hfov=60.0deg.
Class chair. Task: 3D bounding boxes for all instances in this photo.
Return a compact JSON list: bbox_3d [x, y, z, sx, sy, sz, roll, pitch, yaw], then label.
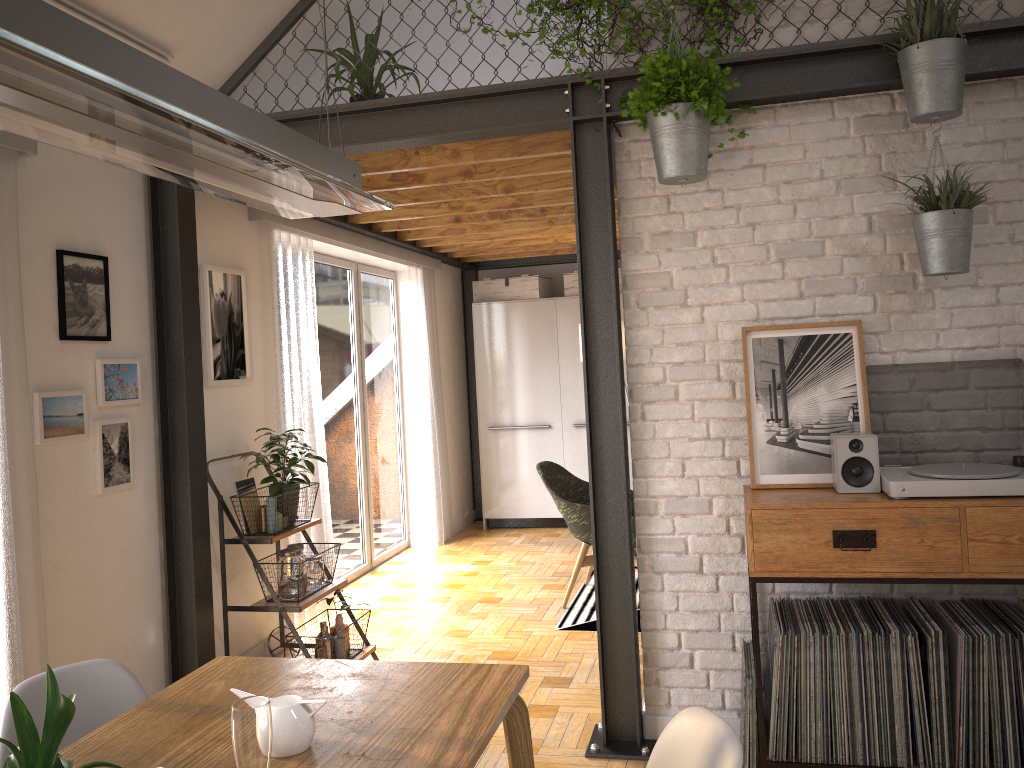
[{"bbox_3d":[0.559,0.887,5.405,0.782,0.831,0.753,-3,0,20],"label":"chair"},{"bbox_3d":[1.601,-0.011,0.561,4.016,2.688,3.491,-3,0,14],"label":"chair"},{"bbox_3d":[-0.788,1.029,1.812,0.542,0.802,0.465,-3,-1,40],"label":"chair"}]

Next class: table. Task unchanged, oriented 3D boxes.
[{"bbox_3d":[-0.492,1.064,1.433,0.850,0.755,1.466,-3,1,14],"label":"table"}]

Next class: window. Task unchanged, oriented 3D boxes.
[{"bbox_3d":[2.284,-0.954,2.529,8.625,4.469,7.787,-3,1,14],"label":"window"}]

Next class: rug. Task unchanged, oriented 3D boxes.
[{"bbox_3d":[2.124,1.225,5.200,3.498,0.010,1.701,-3,1,14],"label":"rug"}]

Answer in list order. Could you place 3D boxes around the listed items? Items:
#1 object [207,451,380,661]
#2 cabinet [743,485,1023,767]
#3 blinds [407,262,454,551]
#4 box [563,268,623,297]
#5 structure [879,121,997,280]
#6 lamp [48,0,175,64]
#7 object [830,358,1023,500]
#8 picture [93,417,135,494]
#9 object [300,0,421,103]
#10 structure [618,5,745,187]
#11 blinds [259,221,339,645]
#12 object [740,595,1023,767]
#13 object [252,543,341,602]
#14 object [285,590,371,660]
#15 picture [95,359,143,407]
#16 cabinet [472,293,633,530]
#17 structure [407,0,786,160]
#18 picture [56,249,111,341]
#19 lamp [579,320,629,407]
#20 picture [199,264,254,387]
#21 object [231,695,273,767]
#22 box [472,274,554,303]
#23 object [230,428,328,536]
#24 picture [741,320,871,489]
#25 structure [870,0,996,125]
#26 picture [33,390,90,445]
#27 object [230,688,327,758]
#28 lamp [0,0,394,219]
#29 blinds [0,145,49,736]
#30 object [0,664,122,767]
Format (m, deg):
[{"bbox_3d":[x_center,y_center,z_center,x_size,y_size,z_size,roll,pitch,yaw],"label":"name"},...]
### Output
[{"bbox_3d":[-1.032,0.868,4.191,0.631,1.079,0.579,-3,-1,14],"label":"object"},{"bbox_3d":[1.430,0.829,2.859,1.264,0.964,0.456,-3,-1,14],"label":"cabinet"},{"bbox_3d":[-0.634,0.134,7.133,0.124,2.288,0.667,-3,-1,13],"label":"blinds"},{"bbox_3d":[0.793,-0.886,7.820,0.641,0.218,0.376,-3,1,9],"label":"box"},{"bbox_3d":[1.419,-0.612,2.975,0.359,0.535,0.385,-3,0,23],"label":"structure"},{"bbox_3d":[-1.672,-1.080,1.660,0.207,0.262,3.491,-3,1,14],"label":"lamp"},{"bbox_3d":[1.461,0.137,2.900,0.786,0.415,0.415,-3,0,14],"label":"object"},{"bbox_3d":[-1.568,0.278,3.496,0.022,0.285,0.201,-3,0,13],"label":"picture"},{"bbox_3d":[-0.675,-1.406,3.999,0.528,0.592,0.457,-3,0,-4],"label":"object"},{"bbox_3d":[0.590,-1.025,3.151,0.437,0.653,0.423,-3,-1,44],"label":"structure"},{"bbox_3d":[-1.162,0.209,4.945,0.124,2.284,0.667,-3,-1,14],"label":"blinds"},{"bbox_3d":[1.401,1.025,2.877,1.312,0.575,0.404,-3,0,14],"label":"object"},{"bbox_3d":[-1.002,0.873,4.181,0.238,0.216,0.439,-3,1,14],"label":"object"},{"bbox_3d":[-0.835,1.153,4.138,0.276,0.290,0.439,-3,1,14],"label":"object"},{"bbox_3d":[-1.568,-0.009,3.545,0.023,0.183,0.251,-3,0,14],"label":"picture"},{"bbox_3d":[0.515,0.239,8.005,1.505,2.004,0.809,-3,-1,14],"label":"cabinet"},{"bbox_3d":[0.587,-1.636,3.315,2.126,1.680,0.431,-3,-1,14],"label":"structure"},{"bbox_3d":[-1.630,-0.332,3.379,0.021,0.336,0.261,-3,0,14],"label":"picture"},{"bbox_3d":[1.591,0.369,6.148,2.356,1.720,0.571,-3,-1,22],"label":"lamp"},{"bbox_3d":[-1.390,-0.282,4.337,0.023,0.575,0.415,-3,0,14],"label":"picture"},{"bbox_3d":[-0.405,0.591,1.388,0.062,0.184,0.062,-3,-1,-22],"label":"object"},{"bbox_3d":[0.008,-0.849,7.991,0.641,0.218,0.376,-3,1,24],"label":"box"},{"bbox_3d":[-1.122,0.448,4.221,0.396,0.475,0.492,-3,0,26],"label":"object"},{"bbox_3d":[1.039,0.073,3.128,0.410,0.576,0.126,-3,-1,14],"label":"picture"},{"bbox_3d":[1.376,-1.169,2.977,0.384,0.607,0.348,-3,-1,-23],"label":"structure"},{"bbox_3d":[-1.640,0.117,3.230,0.023,0.183,0.251,-3,0,14],"label":"picture"},{"bbox_3d":[-0.431,0.626,1.659,0.178,0.106,0.107,-2,0,40],"label":"object"},{"bbox_3d":[-0.613,-1.290,1.488,0.269,1.820,1.346,-3,0,14],"label":"lamp"},{"bbox_3d":[-1.677,0.287,2.712,0.187,2.290,0.749,-3,-1,8],"label":"blinds"},{"bbox_3d":[-0.612,0.536,1.124,0.233,0.330,0.214,-3,0,19],"label":"object"}]
